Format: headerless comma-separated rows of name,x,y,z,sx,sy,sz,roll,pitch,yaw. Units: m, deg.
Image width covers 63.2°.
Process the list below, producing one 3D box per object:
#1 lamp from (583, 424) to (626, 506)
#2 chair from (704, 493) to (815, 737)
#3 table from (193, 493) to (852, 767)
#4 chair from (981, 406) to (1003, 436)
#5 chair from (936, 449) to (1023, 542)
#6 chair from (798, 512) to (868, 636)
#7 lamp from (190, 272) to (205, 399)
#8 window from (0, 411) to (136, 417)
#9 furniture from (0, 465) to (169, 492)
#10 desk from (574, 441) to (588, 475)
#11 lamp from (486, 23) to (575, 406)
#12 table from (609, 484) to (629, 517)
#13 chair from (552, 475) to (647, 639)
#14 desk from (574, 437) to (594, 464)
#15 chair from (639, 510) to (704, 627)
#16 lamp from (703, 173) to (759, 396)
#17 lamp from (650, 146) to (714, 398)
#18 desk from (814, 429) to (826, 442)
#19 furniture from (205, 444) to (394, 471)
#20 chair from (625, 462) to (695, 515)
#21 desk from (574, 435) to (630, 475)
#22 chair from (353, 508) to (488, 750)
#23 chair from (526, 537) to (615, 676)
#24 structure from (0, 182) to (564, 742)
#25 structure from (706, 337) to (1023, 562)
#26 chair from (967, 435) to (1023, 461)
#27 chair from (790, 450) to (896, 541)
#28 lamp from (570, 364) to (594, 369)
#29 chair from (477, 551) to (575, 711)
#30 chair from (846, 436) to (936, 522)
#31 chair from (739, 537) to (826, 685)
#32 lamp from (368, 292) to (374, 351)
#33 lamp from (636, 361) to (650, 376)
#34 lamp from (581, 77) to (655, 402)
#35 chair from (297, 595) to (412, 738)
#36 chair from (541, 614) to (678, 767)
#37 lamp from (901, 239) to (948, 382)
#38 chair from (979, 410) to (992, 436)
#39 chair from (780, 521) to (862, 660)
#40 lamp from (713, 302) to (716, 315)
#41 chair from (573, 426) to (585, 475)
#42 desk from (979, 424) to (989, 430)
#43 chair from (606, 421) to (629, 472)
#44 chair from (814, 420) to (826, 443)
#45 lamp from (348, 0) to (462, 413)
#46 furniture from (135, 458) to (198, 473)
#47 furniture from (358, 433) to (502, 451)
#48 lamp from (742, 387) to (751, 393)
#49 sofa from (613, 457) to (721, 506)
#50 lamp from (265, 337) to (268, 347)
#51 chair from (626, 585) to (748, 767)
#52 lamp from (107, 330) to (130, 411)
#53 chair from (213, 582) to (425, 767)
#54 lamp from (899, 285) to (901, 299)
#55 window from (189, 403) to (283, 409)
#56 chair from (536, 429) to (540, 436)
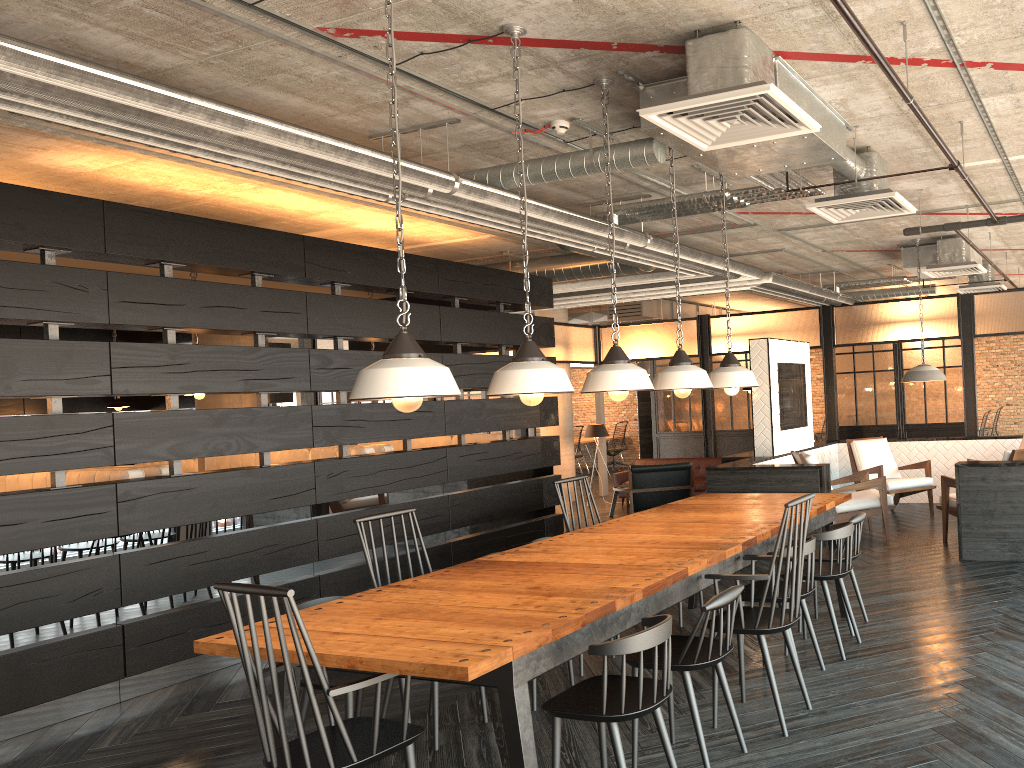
lamp,1.495,1.180,12.477,0.907,1.178,0.508,-3,0,-13
chair,1.151,1.041,3.872,0.431,1.032,0.518,-3,0,31
table,0.671,1.196,4.261,1.046,0.791,4.253,-4,-2,35
chair,8.546,0.950,15.041,0.616,1.063,0.783,-3,-1,31
chair,4.580,1.038,7.849,0.817,0.906,0.820,-3,-1,-24
chair,2.033,1.189,5.317,0.409,0.725,0.423,-3,0,30
lamp,-2.316,-0.412,6.103,0.166,1.050,0.222,-3,0,39
window,-7.387,0.807,13.504,0.216,2.874,2.825,-3,-1,36
furniture,-2.867,1.169,5.329,1.660,1.260,1.208,-3,-1,28
desk,0.723,1.559,16.596,0.704,0.720,1.864,-3,-1,34
lamp,0.042,-0.774,3.493,0.337,1.737,0.395,-3,0,20
table,1.708,1.534,11.045,0.637,0.372,0.791,-3,-1,27
chair,0.586,1.108,5.293,0.431,1.032,0.518,-3,0,31
desk,1.163,1.585,18.410,0.704,0.720,1.864,-3,-1,34
chair,1.077,1.241,5.694,0.392,0.737,0.424,-3,0,31
lamp,1.371,-0.791,5.347,0.423,1.737,0.309,-3,0,-40
lamp,0.928,-0.786,4.729,0.423,1.737,0.309,-3,0,-40
desk,5.606,1.307,16.370,0.704,0.720,1.864,-3,-1,34
furniture,-1.754,1.154,6.881,1.660,1.260,1.208,-3,-1,28
chair,1.714,1.287,9.696,0.783,0.795,0.981,-3,-1,-2
desk,1.811,1.545,18.112,0.704,0.720,1.864,-3,-1,34
chair,-0.400,1.121,3.917,0.431,1.032,0.518,-3,0,31
chair,0.341,1.261,4.817,0.409,0.725,0.423,-3,0,30
structure,-3.809,0.510,6.786,5.385,2.741,6.202,-4,-1,31
structure,4.350,0.478,9.127,3.493,2.114,4.190,-4,-1,31
chair,5.667,1.024,9.398,1.015,0.906,0.666,-3,-1,-12
chair,3.349,1.116,8.457,0.967,0.906,0.703,-3,-1,-2
lamp,0.758,-0.737,17.398,0.262,0.857,3.872,-3,-1,36
chair,0.073,1.256,4.327,0.392,0.737,0.424,-3,0,31
chair,4.446,1.098,9.849,0.805,0.906,0.836,-3,-1,-18
chair,1.410,1.191,4.426,0.392,0.737,0.424,-3,0,31
lamp,-1.267,-0.426,7.566,0.175,1.050,0.212,-3,0,24
lamp,2.447,-0.911,15.528,0.472,1.502,0.418,-3,0,-7
lamp,0.485,-0.780,4.111,0.311,1.737,0.421,-3,0,42
chair,-0.666,1.269,3.429,0.392,0.737,0.424,-3,0,31
chair,0.362,1.204,2.957,0.392,0.737,0.424,-3,0,31
lamp,4.440,-0.801,9.037,0.435,1.544,0.583,-3,0,39
chair,7.446,0.965,13.507,0.616,1.063,0.783,-3,-1,31
chair,1.793,1.183,4.875,0.392,0.737,0.424,-3,0,31
lamp,4.553,-0.975,15.656,0.262,0.857,3.872,-3,-1,36
chair,1.059,1.365,16.439,0.616,1.063,0.783,-3,-1,31
desk,8.198,1.144,15.180,0.704,0.720,1.864,-3,-1,34
chair,2.160,1.351,17.974,0.616,1.063,0.783,-3,-1,31
chair,5.955,1.113,16.231,0.616,1.063,0.783,-3,-1,31
lamp,-0.403,-0.768,2.873,0.407,1.737,0.325,-3,0,-19
furniture,-3.805,1.326,9.457,1.671,1.260,0.653,-3,-1,26
furniture,-0.876,1.143,8.105,1.663,1.260,0.666,-3,-1,26
lamp,2.720,0.020,9.430,0.238,0.171,0.187,-3,-1,-4
sofa,2.310,1.396,11.915,1.432,0.637,0.758,-4,-1,27
lamp,-2.555,-0.845,8.553,0.380,1.502,0.509,-3,0,39
chair,0.717,1.205,3.437,0.409,0.725,0.423,-3,0,30
lamp,-4.250,-0.239,8.936,0.218,1.050,0.170,-3,0,-22
chair,-0.562,1.094,2.618,0.396,1.032,0.562,-3,0,37
lamp,7.144,-1.137,14.466,0.262,0.857,3.872,-3,-1,36
window,-5.526,0.783,16.099,0.216,2.874,2.825,-3,-1,36
chair,0.764,1.437,18.544,0.616,1.063,0.783,-3,-1,31
